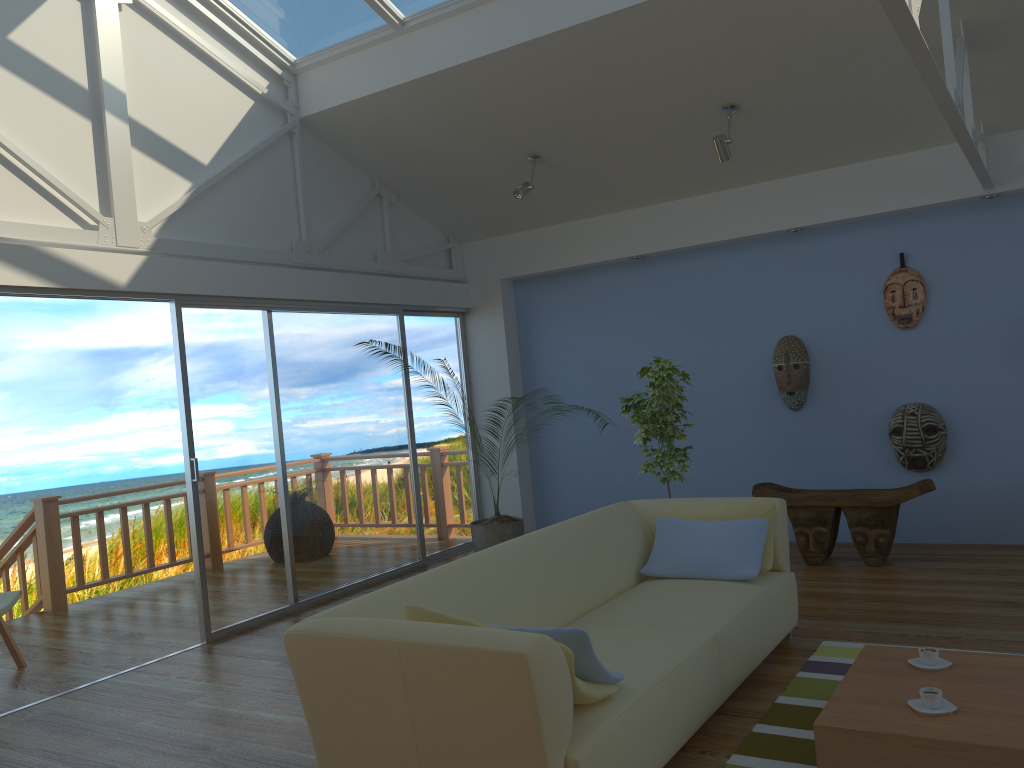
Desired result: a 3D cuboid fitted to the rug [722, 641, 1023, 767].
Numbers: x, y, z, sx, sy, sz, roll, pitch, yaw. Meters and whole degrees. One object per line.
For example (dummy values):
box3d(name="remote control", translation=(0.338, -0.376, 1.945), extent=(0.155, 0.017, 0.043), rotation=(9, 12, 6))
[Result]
box3d(name="rug", translation=(1.446, 1.163, 2.760), extent=(1.400, 0.018, 2.100), rotation=(-6, 0, 32))

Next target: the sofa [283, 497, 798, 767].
box3d(name="sofa", translation=(0.355, 0.915, 3.458), extent=(0.950, 0.597, 2.448), rotation=(-6, 0, 32))

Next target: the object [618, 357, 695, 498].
box3d(name="object", translation=(1.022, 0.517, 5.760), extent=(0.495, 1.409, 0.699), rotation=(-5, 0, -15))

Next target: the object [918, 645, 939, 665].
box3d(name="object", translation=(1.420, 0.916, 3.031), extent=(0.062, 0.077, 0.086), rotation=(-5, 0, 2))

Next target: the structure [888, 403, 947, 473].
box3d(name="structure", translation=(2.654, 0.361, 5.827), extent=(0.359, 0.466, 0.185), rotation=(-6, 0, 32))

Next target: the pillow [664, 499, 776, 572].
box3d(name="pillow", translation=(0.946, 0.709, 4.154), extent=(0.559, 0.311, 0.201), rotation=(-6, 0, 32))

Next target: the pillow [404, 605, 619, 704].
box3d(name="pillow", translation=(-0.006, 0.790, 2.644), extent=(0.571, 0.312, 0.275), rotation=(-6, 0, 29))

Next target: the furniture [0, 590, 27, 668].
box3d(name="furniture", translation=(-2.874, 1.372, 4.622), extent=(0.449, 0.427, 0.619), rotation=(-5, 0, -13))

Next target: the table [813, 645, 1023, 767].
box3d(name="table", translation=(1.450, 1.054, 2.754), extent=(0.800, 0.198, 0.800), rotation=(-6, 0, 32))

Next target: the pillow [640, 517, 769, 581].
box3d(name="pillow", translation=(0.873, 0.752, 4.054), extent=(0.566, 0.244, 0.272), rotation=(-6, 0, 34))

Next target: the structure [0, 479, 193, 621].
box3d(name="structure", translation=(-3.725, 1.734, 5.984), extent=(4.086, 2.064, 6.950), rotation=(-6, 0, 32))

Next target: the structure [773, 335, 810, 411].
box3d(name="structure", translation=(1.968, -0.073, 6.274), extent=(0.254, 0.541, 0.115), rotation=(-6, 0, 32))

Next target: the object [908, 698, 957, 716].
box3d(name="object", translation=(1.258, 0.967, 2.654), extent=(0.118, 0.016, 0.118), rotation=(-5, 0, -2))

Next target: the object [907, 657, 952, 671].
box3d(name="object", translation=(1.424, 0.953, 3.021), extent=(0.118, 0.016, 0.118), rotation=(-5, 0, -13))

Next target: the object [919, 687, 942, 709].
box3d(name="object", translation=(1.253, 0.943, 2.662), extent=(0.062, 0.049, 0.078), rotation=(-5, 0, -22))

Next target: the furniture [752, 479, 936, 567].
box3d(name="furniture", translation=(2.082, 0.869, 5.587), extent=(1.100, 0.507, 0.329), rotation=(-6, 0, 33))

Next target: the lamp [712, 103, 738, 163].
box3d(name="lamp", translation=(1.298, -1.530, 5.412), extent=(0.195, 0.351, 0.127), rotation=(-5, 0, -40))

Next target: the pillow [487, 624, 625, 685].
box3d(name="pillow", translation=(0.041, 0.823, 2.729), extent=(0.566, 0.244, 0.272), rotation=(-6, 0, 29))

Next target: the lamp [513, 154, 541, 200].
box3d(name="lamp", translation=(0.097, -1.424, 6.134), extent=(0.254, 0.327, 0.118), rotation=(-5, 0, -40))

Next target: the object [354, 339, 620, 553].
box3d(name="object", translation=(-0.044, 0.477, 6.267), extent=(1.563, 1.695, 1.706), rotation=(-6, 0, 23))

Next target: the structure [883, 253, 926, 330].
box3d(name="structure", translation=(2.598, -0.616, 5.882), extent=(0.264, 0.508, 0.063), rotation=(-6, 0, 32))
